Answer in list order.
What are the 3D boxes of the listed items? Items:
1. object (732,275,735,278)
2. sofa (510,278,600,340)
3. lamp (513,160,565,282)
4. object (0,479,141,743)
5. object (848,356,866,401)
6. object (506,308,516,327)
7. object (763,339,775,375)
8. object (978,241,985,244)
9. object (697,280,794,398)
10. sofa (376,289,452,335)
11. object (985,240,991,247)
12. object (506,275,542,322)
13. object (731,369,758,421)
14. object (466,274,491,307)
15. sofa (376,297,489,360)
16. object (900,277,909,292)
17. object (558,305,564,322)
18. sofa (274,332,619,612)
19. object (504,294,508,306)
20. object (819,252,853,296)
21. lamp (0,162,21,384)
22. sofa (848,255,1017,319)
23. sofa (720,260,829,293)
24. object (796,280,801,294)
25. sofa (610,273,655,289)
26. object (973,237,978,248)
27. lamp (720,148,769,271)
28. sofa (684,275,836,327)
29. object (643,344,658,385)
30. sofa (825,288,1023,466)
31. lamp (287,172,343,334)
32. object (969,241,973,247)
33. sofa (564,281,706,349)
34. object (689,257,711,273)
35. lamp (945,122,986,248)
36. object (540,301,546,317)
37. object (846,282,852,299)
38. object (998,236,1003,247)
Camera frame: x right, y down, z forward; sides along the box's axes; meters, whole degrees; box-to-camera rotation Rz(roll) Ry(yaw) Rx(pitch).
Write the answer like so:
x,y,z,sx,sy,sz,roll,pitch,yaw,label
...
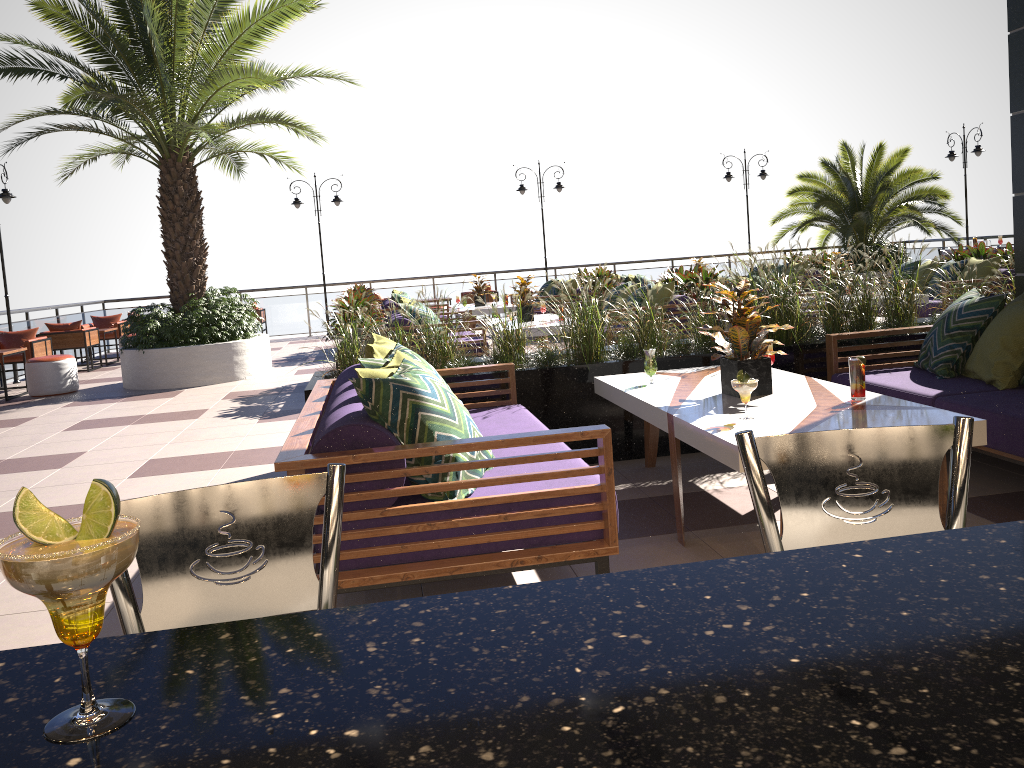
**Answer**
x,y,z,sx,sy,sz,roll,pitch,yaw,label
3.655,-1.700,14.574,0.069,0.210,0.069,-6,5,-20,object
0.660,-1.289,14.632,1.120,0.914,2.138,-5,7,-8,sofa
0.686,-3.083,18.804,1.123,3.311,0.265,-5,5,-9,lamp
-0.347,0.174,0.706,0.105,0.196,0.106,-2,6,19,object
1.458,-0.025,3.734,0.067,0.189,0.085,-3,5,17,object
-0.009,-0.711,9.419,0.105,0.196,0.106,-2,6,24,object
1.349,-0.142,4.667,0.069,0.180,0.069,-6,5,-25,object
8.095,-2.364,15.258,0.106,0.208,0.105,-8,6,-33,object
1.058,-0.214,4.094,0.425,0.524,0.433,-4,6,4,object
-1.620,-1.077,14.295,1.120,0.914,2.138,-5,7,-8,sofa
8.203,-2.372,15.262,0.106,0.208,0.105,-8,6,-33,object
0.148,-0.973,10.033,0.424,0.524,0.433,-3,6,9,object
0.924,0.042,3.505,0.105,0.196,0.106,-2,6,19,object
-0.540,-1.532,14.425,0.430,0.524,0.427,-2,6,24,object
-0.934,-0.514,9.886,1.120,0.914,2.138,-5,7,-8,sofa
4.434,-1.115,10.000,0.105,0.196,0.106,-2,6,24,object
0.526,-0.759,9.507,0.067,0.189,0.085,-2,5,22,object
-0.337,0.273,3.903,1.120,0.914,2.138,-5,7,-8,sofa
-0.097,-1.328,13.935,0.067,0.189,0.085,-2,5,22,object
3.885,-1.321,10.589,0.430,0.524,0.427,-4,6,4,object
-7.305,-1.657,12.716,0.264,3.311,1.127,-5,5,-8,lamp
5.107,-1.081,10.804,1.120,0.914,2.138,-5,7,-8,sofa
4.422,-1.643,15.213,1.120,0.914,2.138,-5,7,-8,sofa
3.601,-1.205,11.112,0.067,0.189,0.085,-2,5,21,object
2.141,-1.432,14.884,1.120,0.914,2.138,-5,7,-8,sofa
7.791,-2.382,14.888,0.067,0.189,0.085,-3,5,17,object
5.206,-3.505,19.482,1.123,3.311,0.265,-5,5,-9,lamp
2.828,-0.869,10.467,1.120,0.914,2.138,-5,7,-8,sofa
0.724,-0.106,4.627,0.069,0.210,0.069,-6,5,-25,object
2.568,0.001,4.338,1.120,0.914,2.138,-5,7,-8,sofa
-3.892,-2.655,18.118,1.123,3.311,0.265,-5,5,-9,lamp
8.057,-2.392,15.483,0.106,0.208,0.105,-8,6,-33,object
1.347,-0.726,10.215,1.120,0.914,2.138,-5,7,-8,sofa
3.183,-1.889,15.041,0.424,0.524,0.433,-2,6,19,object
9.128,-3.554,17.778,0.264,3.311,1.127,-5,5,-8,lamp
0.376,-0.904,10.667,0.068,0.180,0.069,-2,5,24,object
3.778,-1.048,9.919,0.069,0.180,0.069,-6,5,-20,object
7.887,-2.302,14.294,0.069,0.180,0.069,-8,6,-36,object
